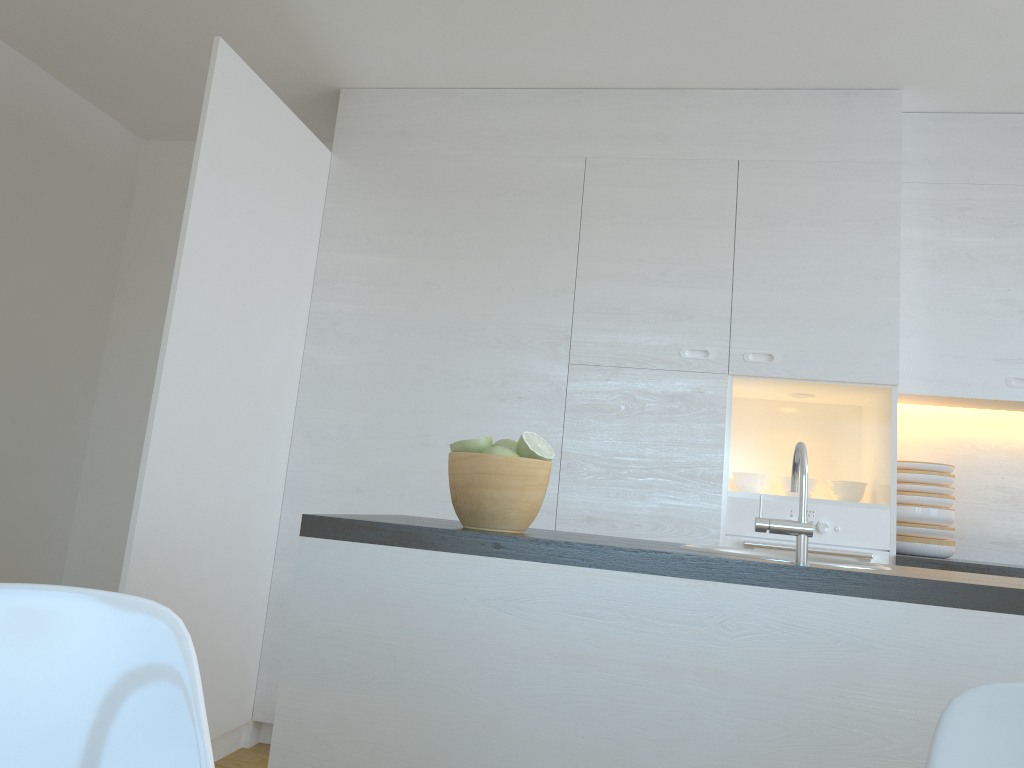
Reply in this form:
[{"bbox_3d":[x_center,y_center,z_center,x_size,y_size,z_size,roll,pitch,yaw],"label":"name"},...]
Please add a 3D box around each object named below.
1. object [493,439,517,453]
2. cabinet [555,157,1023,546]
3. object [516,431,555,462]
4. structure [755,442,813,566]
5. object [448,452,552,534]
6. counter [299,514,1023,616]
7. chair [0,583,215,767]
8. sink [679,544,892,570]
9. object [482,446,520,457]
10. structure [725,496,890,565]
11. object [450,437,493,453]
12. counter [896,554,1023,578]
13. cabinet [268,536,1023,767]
[{"bbox_3d":[-0.004,0.161,1.793,0.102,0.100,0.086,0,-11,32],"label":"object"},{"bbox_3d":[1.803,0.362,3.284,3.203,2.328,0.475,4,-11,11],"label":"cabinet"},{"bbox_3d":[0.045,0.129,1.740,0.074,0.072,0.077,-1,-11,36],"label":"object"},{"bbox_3d":[0.487,0.210,1.601,0.097,0.217,0.160,3,-10,12],"label":"structure"},{"bbox_3d":[-0.029,0.216,1.738,0.204,0.143,0.204,10,-10,-27],"label":"object"},{"bbox_3d":[0.841,0.384,1.676,2.402,0.040,0.594,4,-8,11],"label":"counter"},{"bbox_3d":[-0.367,0.595,0.442,0.428,0.912,0.519,9,-11,-18],"label":"chair"},{"bbox_3d":[0.535,0.420,1.761,0.401,0.158,0.403,11,-10,-36],"label":"sink"},{"bbox_3d":[-0.020,0.164,1.712,0.097,0.086,0.081,9,-10,-23],"label":"object"},{"bbox_3d":[1.034,0.724,3.122,0.561,0.603,0.048,4,-11,11],"label":"structure"},{"bbox_3d":[-0.083,0.134,1.759,0.084,0.066,0.085,2,-10,23],"label":"object"},{"bbox_3d":[2.371,0.728,3.163,2.002,0.040,0.594,4,-8,11],"label":"counter"},{"bbox_3d":[0.797,0.854,1.585,2.402,0.921,0.594,4,-10,11],"label":"cabinet"}]
